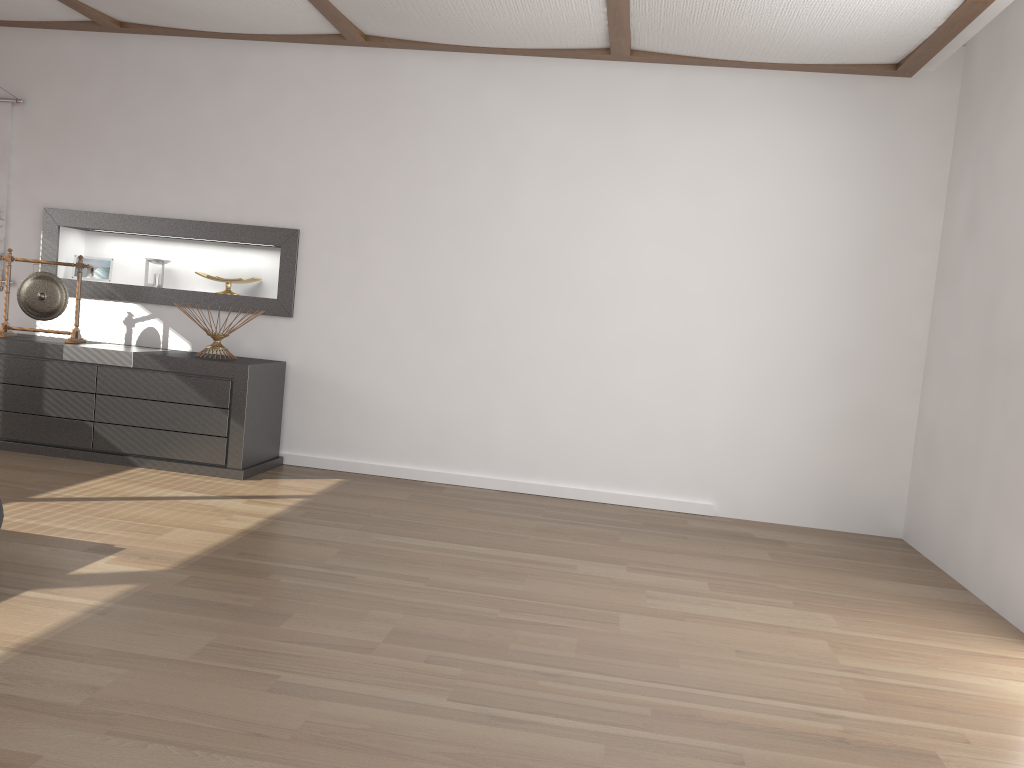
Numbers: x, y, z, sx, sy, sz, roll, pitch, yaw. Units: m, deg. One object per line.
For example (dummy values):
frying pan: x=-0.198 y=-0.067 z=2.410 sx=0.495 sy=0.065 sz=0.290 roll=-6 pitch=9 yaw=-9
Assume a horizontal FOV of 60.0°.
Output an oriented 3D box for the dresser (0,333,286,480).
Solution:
dresser: x=-2.203 y=0.097 z=5.002 sx=1.740 sy=0.608 sz=0.540 roll=6 pitch=4 yaw=7

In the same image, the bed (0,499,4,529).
bed: x=-3.120 y=0.241 z=2.032 sx=2.413 sy=0.577 sz=2.469 roll=6 pitch=4 yaw=7

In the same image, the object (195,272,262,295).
object: x=-1.706 y=-0.596 z=5.333 sx=0.350 sy=0.116 sz=0.181 roll=5 pitch=4 yaw=-3

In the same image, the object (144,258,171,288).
object: x=-2.163 y=-0.674 z=5.408 sx=0.159 sy=0.171 sz=0.159 roll=3 pitch=5 yaw=-34

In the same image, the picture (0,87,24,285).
picture: x=-3.308 y=-1.266 z=5.370 sx=0.701 sy=1.270 sz=0.028 roll=6 pitch=4 yaw=7

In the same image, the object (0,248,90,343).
object: x=-2.647 y=-0.499 z=5.004 sx=0.490 sy=0.498 sz=0.173 roll=5 pitch=4 yaw=-7

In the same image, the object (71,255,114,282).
object: x=-2.567 y=-0.707 z=5.428 sx=0.226 sy=0.146 sz=0.041 roll=5 pitch=4 yaw=-13

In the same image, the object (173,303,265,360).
object: x=-1.621 y=-0.285 z=4.888 sx=0.481 sy=0.282 sz=0.481 roll=3 pitch=5 yaw=-26
